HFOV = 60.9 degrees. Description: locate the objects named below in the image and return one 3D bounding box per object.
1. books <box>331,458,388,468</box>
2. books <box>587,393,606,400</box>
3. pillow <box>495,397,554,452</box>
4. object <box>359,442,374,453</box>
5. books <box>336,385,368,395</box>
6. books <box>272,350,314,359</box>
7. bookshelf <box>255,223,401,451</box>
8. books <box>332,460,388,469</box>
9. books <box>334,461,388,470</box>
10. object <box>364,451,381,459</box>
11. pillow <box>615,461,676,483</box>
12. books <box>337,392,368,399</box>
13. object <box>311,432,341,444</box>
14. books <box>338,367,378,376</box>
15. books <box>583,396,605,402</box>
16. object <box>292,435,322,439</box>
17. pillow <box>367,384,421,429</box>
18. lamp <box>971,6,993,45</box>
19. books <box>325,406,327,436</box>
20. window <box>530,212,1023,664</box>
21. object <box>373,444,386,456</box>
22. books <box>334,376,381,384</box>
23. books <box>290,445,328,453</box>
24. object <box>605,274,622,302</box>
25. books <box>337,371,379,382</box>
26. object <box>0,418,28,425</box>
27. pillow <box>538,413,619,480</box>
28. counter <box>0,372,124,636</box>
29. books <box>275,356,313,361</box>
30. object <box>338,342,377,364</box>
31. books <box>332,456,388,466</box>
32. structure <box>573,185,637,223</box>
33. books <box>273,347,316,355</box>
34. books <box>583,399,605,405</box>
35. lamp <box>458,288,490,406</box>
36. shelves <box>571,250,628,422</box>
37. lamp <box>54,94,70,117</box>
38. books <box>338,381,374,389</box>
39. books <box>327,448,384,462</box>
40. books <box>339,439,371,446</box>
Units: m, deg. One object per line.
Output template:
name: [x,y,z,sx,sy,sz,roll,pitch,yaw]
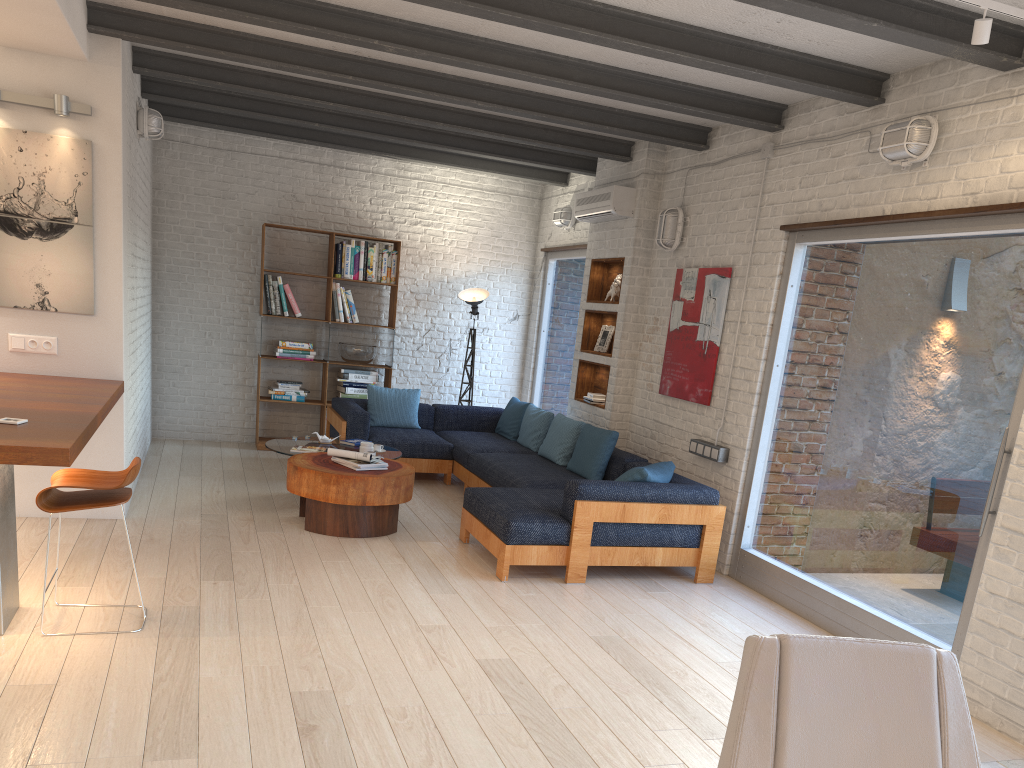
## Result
books: [-1.078,0.550,6.166,0.311,0.011,0.250,10,6,39]
books: [0.763,0.110,7.794,0.133,0.035,0.199,5,5,-10]
pillow: [0.110,0.380,8.405,0.244,0.411,1.070,2,7,-21]
object: [-1.129,0.509,6.767,0.108,0.112,0.104,6,10,-4]
books: [-1.621,0.063,9.158,0.380,0.067,0.237,3,6,-33]
books: [-2.223,-0.298,8.857,0.380,0.038,0.236,4,5,-24]
bookshelf: [-1.900,-0.397,8.927,1.320,2.278,0.350,2,14,-19]
books: [-1.079,0.559,6.187,0.311,0.011,0.250,10,6,39]
books: [-1.073,0.572,6.177,0.252,0.011,0.310,2,6,-40]
object: [-1.054,0.530,6.484,0.146,0.057,0.169,3,6,-31]
pillow: [0.856,0.687,5.928,0.371,0.339,0.556,11,9,30]
books: [-1.643,0.120,9.184,0.363,0.057,0.273,5,5,-17]
object: [-1.533,0.439,7.185,0.186,0.094,0.188,7,6,6]
books: [-1.612,-0.132,9.120,0.381,0.038,0.236,5,5,-20]
books: [0.761,0.137,7.794,0.171,0.019,0.228,5,5,-18]
object: [-1.708,0.443,7.310,0.301,0.028,0.066,2,7,-41]
pillow: [-1.149,0.227,8.472,0.557,0.423,0.215,3,12,-20]
lamp: [1.742,-1.315,3.229,0.058,0.133,0.085,13,13,30]
books: [-1.964,0.427,9.154,0.036,0.397,0.234,1,13,-20]
window: [2.687,-1.633,3.660,0.648,6.610,11.922,1,8,-20]
object: [-1.067,0.526,6.987,0.155,0.059,0.262,3,6,-27]
books: [-1.621,-0.037,9.130,0.446,0.021,0.263,5,5,-20]
books: [-1.542,0.513,6.772,0.319,0.011,0.244,6,5,-7]
object: [0.896,-0.829,7.541,0.112,0.251,0.208,3,11,-12]
books: [-1.615,-0.082,9.138,0.380,0.067,0.236,4,6,-25]
object: [-2.271,0.140,3.655,0.396,0.036,0.191,5,5,-16]
pillow: [0.531,0.500,7.169,0.255,0.430,1.171,2,7,-20]
counter: [-2.935,0.511,4.302,1.690,0.950,2.414,4,6,-20]
books: [-2.219,-0.269,8.873,0.357,0.021,0.263,5,5,-20]
object: [-1.613,-0.314,9.082,0.399,0.208,0.392,9,7,22]
books: [-1.075,0.540,6.156,0.310,0.011,0.251,11,6,44]
structure: [0.768,-1.509,7.357,0.200,0.226,0.788,3,6,-20]
books: [-2.207,-0.333,8.845,0.380,0.038,0.236,4,5,-26]
books: [0.747,0.161,7.810,0.162,0.018,0.244,6,5,-10]
lamp: [-0.270,-0.054,9.208,0.846,1.909,0.499,17,17,41]
shelves: [0.842,-0.417,7.691,0.192,1.476,0.739,1,13,-19]
lamp: [-2.600,-1.608,5.033,0.079,0.108,0.077,8,11,8]
books: [-1.637,0.001,9.123,0.327,0.057,0.246,4,5,-25]
books: [-1.110,0.517,6.220,0.320,0.113,0.266,8,6,13]
books: [-1.309,0.490,7.313,0.160,0.023,0.228,9,5,29]
